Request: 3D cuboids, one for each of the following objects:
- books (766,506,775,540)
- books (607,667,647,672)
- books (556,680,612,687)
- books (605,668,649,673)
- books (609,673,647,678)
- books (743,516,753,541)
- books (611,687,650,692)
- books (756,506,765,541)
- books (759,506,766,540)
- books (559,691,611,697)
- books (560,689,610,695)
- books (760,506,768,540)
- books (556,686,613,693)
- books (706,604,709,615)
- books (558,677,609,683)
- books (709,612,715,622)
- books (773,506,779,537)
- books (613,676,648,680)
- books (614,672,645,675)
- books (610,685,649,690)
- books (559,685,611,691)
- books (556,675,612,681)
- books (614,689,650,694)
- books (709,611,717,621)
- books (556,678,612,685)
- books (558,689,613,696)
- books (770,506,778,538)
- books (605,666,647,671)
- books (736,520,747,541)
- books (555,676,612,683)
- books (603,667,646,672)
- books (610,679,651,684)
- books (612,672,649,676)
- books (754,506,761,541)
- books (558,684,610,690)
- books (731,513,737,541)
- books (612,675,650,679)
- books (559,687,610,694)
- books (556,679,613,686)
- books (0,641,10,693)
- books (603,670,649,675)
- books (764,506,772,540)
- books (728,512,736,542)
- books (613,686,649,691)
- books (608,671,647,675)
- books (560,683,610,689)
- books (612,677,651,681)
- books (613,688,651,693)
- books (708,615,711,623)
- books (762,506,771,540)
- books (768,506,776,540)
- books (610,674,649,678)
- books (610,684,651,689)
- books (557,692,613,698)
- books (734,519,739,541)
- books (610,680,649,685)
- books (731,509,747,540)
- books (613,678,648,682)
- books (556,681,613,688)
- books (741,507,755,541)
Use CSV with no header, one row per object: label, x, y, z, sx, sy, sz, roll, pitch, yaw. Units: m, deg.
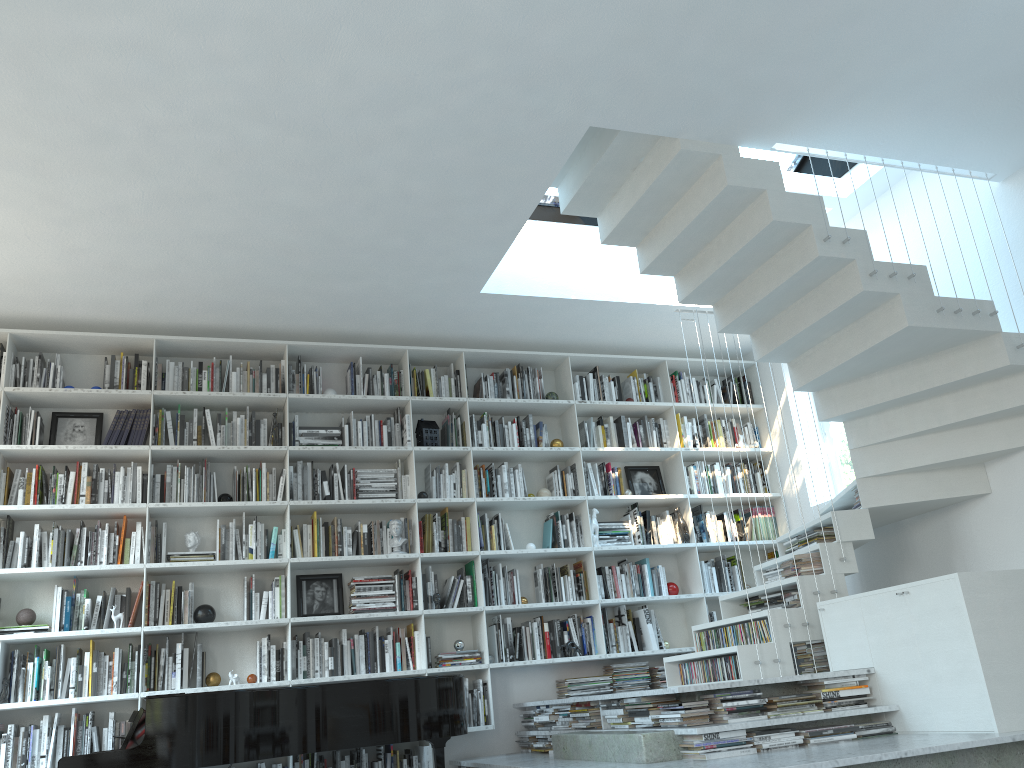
books,2.007,1.130,7.043,0.018,0.292,0.170,1,-21,-20
books,0.807,2.022,6.269,0.254,0.005,0.161,0,-21,-16
books,0.498,2.075,6.141,0.345,0.007,0.194,1,-21,-18
books,0.804,2.027,6.266,0.285,0.005,0.160,3,-22,-23
books,0.805,2.060,6.264,0.254,0.005,0.161,2,-21,-20
books,1.827,1.165,6.967,0.088,0.216,0.167,1,-21,-20
books,0.818,2.147,6.225,0.254,0.007,0.161,0,-21,-16
books,1.924,1.125,7.004,0.018,0.292,0.170,1,-21,-20
books,1.937,1.130,7.023,0.018,0.292,0.170,1,-21,-20
books,0.502,2.137,6.112,0.308,0.008,0.195,3,-22,-23
books,0.500,2.123,6.117,0.308,0.008,0.196,0,-21,-16
books,1.954,1.130,7.029,0.018,0.292,0.170,1,-21,-20
books,0.499,2.111,6.127,0.346,0.007,0.194,2,-21,-21
books,1.418,1.777,6.509,0.011,0.292,0.145,1,-21,-20
books,0.496,2.054,6.148,0.308,0.008,0.196,1,-21,-18
books,1.439,1.798,6.486,0.014,0.232,0.184,1,-21,-20
books,2.056,1.133,7.065,0.018,0.292,0.170,1,-21,-20
books,0.810,2.079,6.256,0.254,0.007,0.161,1,-21,-19
books,0.804,2.050,6.265,0.254,0.005,0.161,2,-21,-21
books,0.814,2.136,6.235,0.254,0.007,0.161,1,-21,-19
books,0.501,2.101,6.123,0.308,0.008,0.195,4,-22,-24
books,0.494,2.041,6.153,0.345,0.007,0.194,1,-21,-18
books,0.818,2.161,6.222,0.254,0.007,0.161,1,-21,-17
books,1.459,1.797,6.496,0.030,0.237,0.152,1,-21,-20
books,0.496,2.062,6.145,0.345,0.007,0.194,1,-21,-18
books,0.502,2.128,6.112,0.345,0.007,0.194,0,-21,-15
books,2.043,1.129,7.050,0.018,0.292,0.170,1,-21,-20
books,0.806,2.011,6.271,0.254,0.005,0.161,4,-22,-24
books,1.756,1.171,6.920,0.024,0.180,0.191,1,-21,-20
books,0.495,2.047,6.150,0.346,0.007,0.194,2,-21,-21
books,0.806,2.018,6.273,0.285,0.005,0.160,3,-21,-22
books,0.814,2.095,6.243,0.285,0.007,0.160,3,-22,-23
books,0.805,2.054,6.262,0.285,0.005,0.160,2,-21,-21
books,1.897,1.129,7.008,0.033,0.293,0.170,1,-21,-20
books,0.496,2.098,6.137,0.308,0.008,0.196,2,-21,-20
books,1.704,1.151,6.951,0.025,0.248,0.134,1,-21,-20
books,0.809,2.072,6.259,0.285,0.007,0.160,1,-21,-19
books,0.498,2.117,6.124,0.308,0.008,0.196,1,-21,-18
books,0.500,2.065,6.135,0.346,0.007,0.194,4,-22,-24
books,-2.927,1.638,4.995,0.106,0.338,0.308,1,-21,-20
books,0.803,2.040,6.269,0.285,0.005,0.160,2,-21,-21
books,1.988,1.131,7.041,0.018,0.292,0.170,1,-21,-20
books,1.688,1.147,6.943,0.012,0.253,0.161,1,-21,-20
books,0.814,2.144,6.235,0.254,0.007,0.161,2,-21,-20
books,0.804,2.045,6.267,0.285,0.005,0.160,1,-21,-19
books,0.502,2.087,6.129,0.308,0.008,0.196,0,-21,-15
books,0.813,2.082,6.246,0.285,0.007,0.160,4,-22,-24
books,0.815,2.157,6.231,0.285,0.007,0.160,2,-21,-20
books,1.406,1.808,6.477,0.031,0.213,0.165,1,-21,-20
books,1.972,1.129,7.031,0.018,0.292,0.170,1,-21,-20
books,2.022,1.132,7.053,0.018,0.292,0.170,1,-21,-20
books,0.808,2.067,6.263,0.285,0.007,0.160,2,-21,-20
books,0.816,2.128,6.231,0.285,0.007,0.160,3,-22,-23
books,0.503,2.144,6.109,0.345,0.007,0.194,0,-21,-16
books,1.724,1.173,6.953,0.014,0.206,0.138,1,-21,-20
books,0.815,2.102,6.241,0.254,0.007,0.161,3,-22,-23
books,1.766,1.136,6.969,0.026,0.276,0.170,1,-21,-20
books,0.811,2.091,6.252,0.254,0.007,0.161,1,-21,-19
books,0.499,2.081,6.136,0.346,0.007,0.194,3,-21,-22
books,1.861,1.130,6.995,0.072,0.290,0.170,1,-21,-20
